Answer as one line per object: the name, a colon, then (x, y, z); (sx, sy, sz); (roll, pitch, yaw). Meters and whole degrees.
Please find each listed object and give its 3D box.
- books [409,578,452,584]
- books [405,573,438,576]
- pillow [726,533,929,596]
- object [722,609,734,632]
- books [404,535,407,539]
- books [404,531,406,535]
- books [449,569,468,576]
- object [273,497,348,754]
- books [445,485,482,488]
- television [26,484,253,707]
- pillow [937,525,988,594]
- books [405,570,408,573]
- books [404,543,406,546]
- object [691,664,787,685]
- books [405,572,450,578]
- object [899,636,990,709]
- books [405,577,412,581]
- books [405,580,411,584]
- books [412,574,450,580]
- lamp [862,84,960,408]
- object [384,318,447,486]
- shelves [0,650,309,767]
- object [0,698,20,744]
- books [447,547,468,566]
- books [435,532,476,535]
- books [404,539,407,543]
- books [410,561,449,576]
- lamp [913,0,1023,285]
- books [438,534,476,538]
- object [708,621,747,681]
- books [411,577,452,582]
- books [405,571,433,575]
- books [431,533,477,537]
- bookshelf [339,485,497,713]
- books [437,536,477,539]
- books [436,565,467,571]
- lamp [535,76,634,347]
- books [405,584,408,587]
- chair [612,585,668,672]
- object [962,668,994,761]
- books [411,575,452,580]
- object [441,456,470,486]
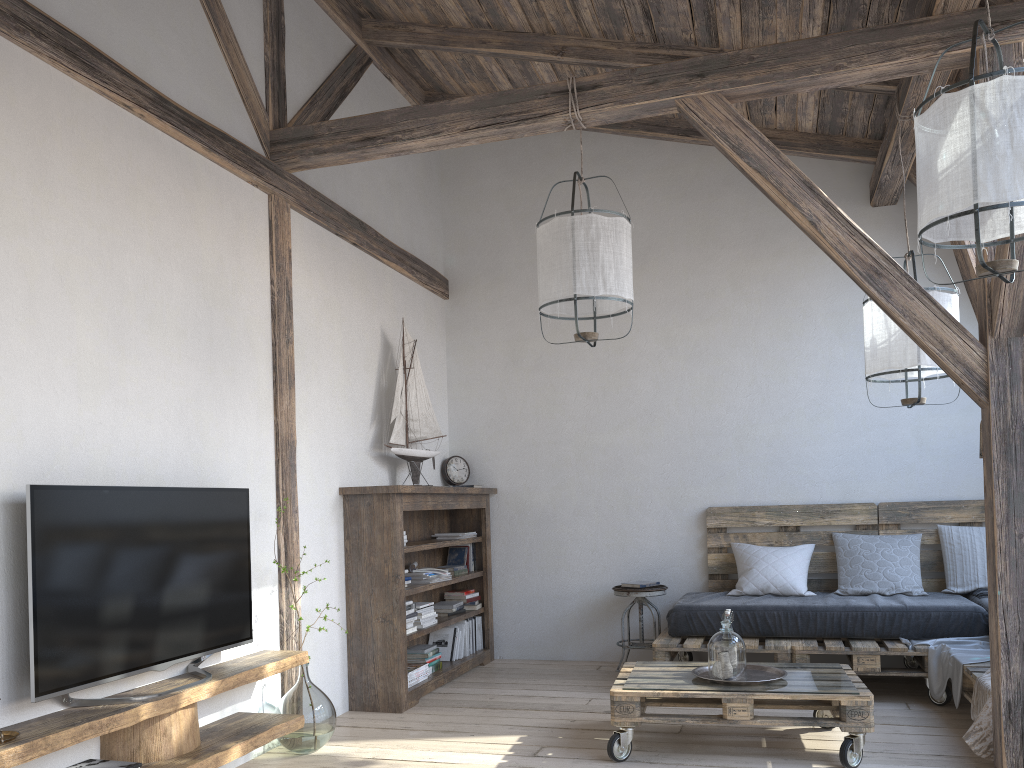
books: (-0.508, 1.164, 5.203); (0.205, 0.009, 0.259); (-5, -9, 25)
books: (-0.530, 1.121, 5.202); (0.205, 0.009, 0.259); (-5, -9, 23)
pillow: (1.851, 1.064, 5.215); (1.131, 0.353, 0.353); (-4, -5, 17)
object: (0.945, 1.121, 3.835); (0.071, 0.266, 0.154); (-2, -2, 17)
books: (-0.689, 0.839, 4.788); (0.158, 0.021, 0.220); (-4, -8, 16)
books: (-0.696, 0.817, 4.791); (0.158, 0.021, 0.220); (-4, -8, 16)
books: (-0.403, 1.217, 5.691); (0.162, 0.030, 0.220); (-4, -8, 19)
object: (-0.918, 1.072, 3.999); (0.275, 1.115, 0.517); (-2, -2, 3)
books: (-0.343, 0.708, 6.016); (0.236, 0.025, 0.179); (-4, -8, 17)
television: (-1.239, 0.710, 3.068); (0.207, 0.701, 1.110); (-2, -6, 16)
pillow: (2.913, 0.978, 4.929); (0.972, 0.397, 0.388); (-6, -6, 33)
books: (-0.669, 1.034, 4.820); (0.140, 0.018, 0.186); (-4, -8, 16)
books: (-0.688, 0.877, 4.790); (0.157, 0.017, 0.221); (-3, -8, 11)
object: (0.963, 1.234, 3.736); (0.397, 0.021, 0.396); (-7, -10, 36)
books: (-0.515, 1.130, 5.207); (0.205, 0.009, 0.259); (-5, -9, 23)
object: (2.238, 1.381, 4.238); (0.505, 0.275, 0.715); (-2, -7, 1)
books: (-0.671, 1.071, 4.808); (0.147, 0.020, 0.209); (-7, -9, 32)
books: (-0.668, 1.091, 4.815); (0.157, 0.017, 0.221); (-4, -8, 16)
books: (-0.523, 1.137, 5.197); (0.205, 0.009, 0.259); (-7, -9, 33)
lamp: (1.832, -0.651, 4.077); (0.407, 1.510, 0.401); (-1, -1, -32)
object: (-0.568, 0.123, 5.228); (0.141, 0.987, 0.793); (-2, -3, 21)
shelves: (-1.176, 1.285, 3.058); (0.331, 0.447, 1.614); (-3, -7, 16)
object: (-1.427, 0.922, 2.411); (0.139, 0.112, 0.140); (-2, -5, -1)
books: (-0.365, 1.166, 5.835); (0.131, 0.171, 0.082); (-3, -2, 17)
books: (-0.371, 0.984, 5.797); (0.205, 0.009, 0.260); (-4, -8, 13)
books: (-0.670, 0.859, 4.785); (0.140, 0.018, 0.186); (-4, -8, 16)
books: (-0.490, 1.106, 5.244); (0.221, 0.087, 0.263); (-1, -7, -3)
lamp: (1.361, -0.955, 2.516); (0.407, 1.298, 0.401); (-2, -1, -7)
books: (-0.360, 1.004, 5.817); (0.205, 0.009, 0.260); (-3, -8, 8)
object: (0.897, 1.112, 3.677); (0.156, 0.246, 0.157); (-1, -3, -15)
books: (-0.506, 1.156, 5.211); (0.205, 0.009, 0.260); (-5, -8, 21)
books: (-0.536, 1.112, 5.199); (0.205, 0.009, 0.259); (-6, -9, 28)
books: (-0.378, 0.992, 5.786); (0.205, 0.009, 0.259); (-5, -9, 23)
bookshelf: (-0.483, 1.211, 5.300); (0.348, 1.166, 1.635); (-2, -5, 16)
books: (-0.363, 1.011, 5.803); (0.205, 0.009, 0.260); (-3, -8, 11)
books: (-0.401, 1.190, 5.683); (0.150, 0.021, 0.206); (-5, -8, 20)
lamp: (0.300, -0.715, 3.753); (0.400, 1.078, 0.409); (-1, -2, -32)
books: (-0.666, 1.110, 4.819); (0.139, 0.020, 0.186); (-3, -8, 11)
chair: (0.816, 1.532, 5.554); (0.354, 0.518, 0.355); (-3, -3, 20)
object: (2.273, 1.186, 3.427); (1.011, 0.471, 0.816); (5, -9, -43)
books: (-0.500, 1.149, 5.225); (0.205, 0.009, 0.260); (-4, -8, 18)
object: (-0.384, 0.595, 6.027); (0.205, 0.208, 0.082); (1, -3, -37)
